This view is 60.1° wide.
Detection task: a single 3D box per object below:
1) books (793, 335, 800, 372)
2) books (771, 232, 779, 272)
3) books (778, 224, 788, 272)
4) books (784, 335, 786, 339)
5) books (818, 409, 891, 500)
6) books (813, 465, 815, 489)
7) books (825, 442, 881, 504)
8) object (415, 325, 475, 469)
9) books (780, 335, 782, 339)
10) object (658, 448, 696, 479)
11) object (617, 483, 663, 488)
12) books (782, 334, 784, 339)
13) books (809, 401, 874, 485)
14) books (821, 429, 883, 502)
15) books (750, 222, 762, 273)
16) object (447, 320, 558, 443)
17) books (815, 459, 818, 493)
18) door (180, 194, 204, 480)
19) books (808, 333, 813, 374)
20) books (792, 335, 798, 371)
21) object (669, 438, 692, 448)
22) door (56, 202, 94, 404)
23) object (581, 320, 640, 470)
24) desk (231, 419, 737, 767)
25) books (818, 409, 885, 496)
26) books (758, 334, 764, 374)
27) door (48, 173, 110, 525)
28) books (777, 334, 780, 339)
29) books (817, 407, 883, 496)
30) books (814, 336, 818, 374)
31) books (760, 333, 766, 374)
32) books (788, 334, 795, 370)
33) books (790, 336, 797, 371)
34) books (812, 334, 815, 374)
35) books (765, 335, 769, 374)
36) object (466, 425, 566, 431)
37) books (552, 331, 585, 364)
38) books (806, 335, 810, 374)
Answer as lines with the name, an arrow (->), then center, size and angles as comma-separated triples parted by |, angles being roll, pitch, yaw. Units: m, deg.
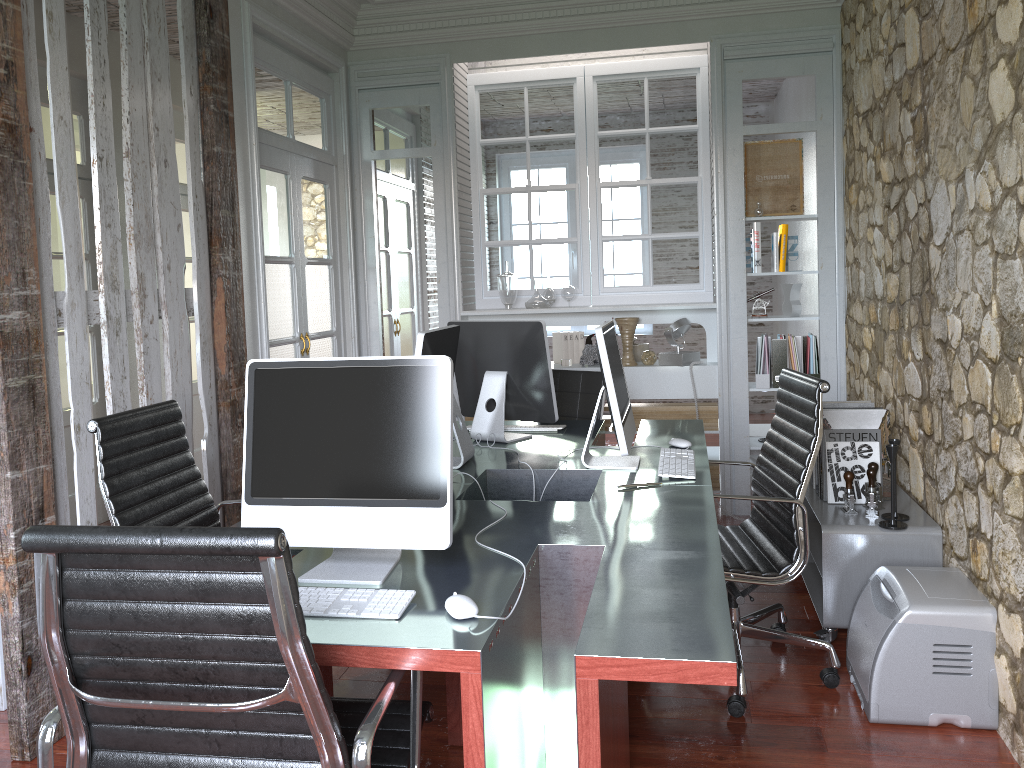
books -> 1.633, -0.130, 5.054 | 0.045, 0.286, 0.195 | -1, 5, 17
books -> 1.506, -0.753, 5.076 | 0.026, 0.222, 0.162 | -1, 5, 11
books -> 1.544, -0.776, 5.066 | 0.055, 0.267, 0.193 | -1, 5, 11
books -> 1.566, -0.132, 5.073 | 0.007, 0.281, 0.195 | -1, 5, 16
books -> 1.361, 0.280, 3.521 | 0.271, 0.353, 0.063 | -1, 4, 11
books -> 1.389, 0.280, 3.681 | 0.265, 0.313, 0.025 | -1, 4, 11
books -> 1.333, 0.346, 3.461 | 0.197, 0.239, 0.058 | -1, 4, 11
object -> -0.252, 0.044, 3.131 | 0.189, 0.483, 0.486 | -1, 5, 11
books -> 1.543, -0.133, 5.074 | 0.030, 0.282, 0.181 | -1, 4, 16
object -> 0.557, 0.265, 2.989 | 0.118, 0.017, 0.441 | -1, 7, 11
object -> 0.391, 0.308, 2.701 | 0.149, 0.011, 0.011 | -4, 5, -13
books -> 1.557, -0.136, 5.073 | 0.009, 0.287, 0.195 | -1, 5, 16
books -> 1.402, 0.251, 3.772 | 0.259, 0.350, 0.065 | -1, 4, 11
books -> 1.339, 0.320, 3.494 | 0.221, 0.282, 0.061 | -1, 4, 11
books -> 1.409, -0.785, 5.119 | 0.042, 0.285, 0.216 | -1, 5, 11
object -> -0.057, -0.018, 3.603 | 0.484, 0.483, 0.190 | 2, 5, 36
books -> 1.337, 0.315, 3.630 | 0.182, 0.261, 0.057 | -1, 4, 11
door -> -2.281, -0.360, 6.677 | 0.041, 2.078, 1.081 | -1, 4, 11
books -> 1.708, -0.142, 5.065 | 0.030, 0.289, 0.181 | -1, 4, 15
books -> 1.623, -0.133, 5.056 | 0.043, 0.280, 0.195 | -1, 5, 17
object -> 0.626, 0.219, 3.308 | 0.059, 0.028, 0.106 | -5, 7, -28
door -> -3.119, -0.348, 6.840 | 0.041, 2.078, 1.081 | -1, 4, 11
object -> 0.336, 0.033, 3.043 | 0.189, 0.483, 0.486 | -1, 5, 11
desk -> -0.018, 0.678, 2.833 | 1.300, 0.725, 2.519 | -1, 6, 11
books -> 1.365, 0.278, 3.551 | 0.259, 0.351, 0.071 | -1, 4, 11
books -> 1.436, -0.139, 5.122 | 0.037, 0.287, 0.195 | -1, 5, 19
door -> -2.617, -0.146, 4.936 | 0.041, 2.078, 1.081 | -1, 4, 11
books -> 1.521, -0.136, 5.083 | 0.039, 0.287, 0.195 | -1, 5, 16
books -> 1.365, 0.274, 3.575 | 0.258, 0.353, 0.050 | -1, 4, 11
books -> 1.732, -0.136, 5.051 | 0.023, 0.281, 0.195 | -1, 5, 15
books -> 1.453, -0.142, 5.123 | 0.038, 0.295, 0.181 | -1, 4, 19
books -> 1.605, -0.142, 5.069 | 0.045, 0.281, 0.181 | -1, 4, 17
books -> 1.615, -0.136, 5.061 | 0.045, 0.286, 0.195 | -1, 5, 17
books -> 1.718, -0.140, 5.055 | 0.013, 0.287, 0.195 | -1, 5, 15
books -> 1.477, -0.136, 5.108 | 0.022, 0.287, 0.195 | -1, 5, 19
object -> 0.011, 0.187, 3.829 | 0.439, 0.017, 0.119 | -1, 7, 11
books -> 0.351, -0.226, 5.473 | 0.150, 0.193, 0.143 | -4, 5, -24
books -> 1.687, -0.133, 5.061 | 0.024, 0.276, 0.195 | -1, 5, 15
